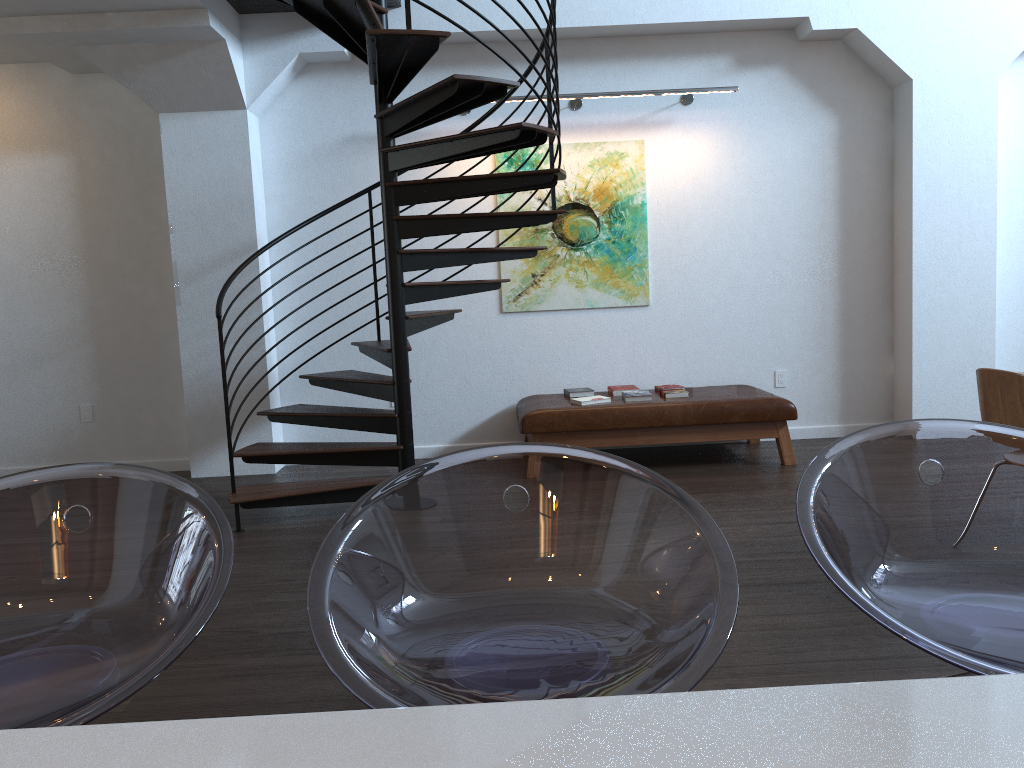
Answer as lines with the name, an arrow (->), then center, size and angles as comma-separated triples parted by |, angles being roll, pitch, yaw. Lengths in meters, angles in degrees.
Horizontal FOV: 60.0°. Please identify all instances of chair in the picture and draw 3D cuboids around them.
chair -> -0.606, 0.648, 1.161 | 0.530, 1.014, 0.481 | -3, 6, -3
chair -> 0.031, 0.618, 1.153 | 0.530, 1.014, 0.481 | -3, 6, -3
chair -> 0.662, 0.583, 1.191 | 0.530, 1.014, 0.481 | -3, 6, 1
chair -> 2.221, 0.337, 3.592 | 0.618, 0.833, 0.629 | -3, 6, -6

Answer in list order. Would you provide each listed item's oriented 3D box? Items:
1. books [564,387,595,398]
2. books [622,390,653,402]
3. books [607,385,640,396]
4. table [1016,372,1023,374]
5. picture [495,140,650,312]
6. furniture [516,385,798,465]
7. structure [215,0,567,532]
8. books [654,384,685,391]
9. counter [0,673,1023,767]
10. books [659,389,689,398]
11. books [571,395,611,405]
books -> 0.482, 0.061, 6.376 | 0.183, 0.044, 0.254 | -3, 6, -6
books -> 0.849, 0.081, 6.027 | 0.185, 0.040, 0.247 | -3, 6, 2
books -> 0.801, 0.045, 6.361 | 0.197, 0.043, 0.283 | -3, 6, -1
table -> 4.145, 0.281, 3.627 | 3.803, 0.750, 1.012 | -3, 6, -1
picture -> 0.447, -1.152, 6.497 | 1.095, 1.200, 0.010 | -3, 6, -1
furniture -> 0.953, 0.302, 6.204 | 1.819, 0.453, 0.907 | -3, 6, -1
structure -> -0.709, -1.445, 4.968 | 1.998, 4.352, 1.998 | -8, 8, -40
books -> 1.132, 0.033, 6.370 | 0.161, 0.036, 0.224 | -3, 6, -7
counter -> 0.340, 0.661, 1.355 | 8.182, 0.860, 3.039 | -6, 7, -30
books -> 1.112, 0.064, 6.089 | 0.161, 0.032, 0.224 | -3, 6, -1
books -> 0.531, 0.109, 5.974 | 0.223, 0.031, 0.161 | -5, 7, -23
